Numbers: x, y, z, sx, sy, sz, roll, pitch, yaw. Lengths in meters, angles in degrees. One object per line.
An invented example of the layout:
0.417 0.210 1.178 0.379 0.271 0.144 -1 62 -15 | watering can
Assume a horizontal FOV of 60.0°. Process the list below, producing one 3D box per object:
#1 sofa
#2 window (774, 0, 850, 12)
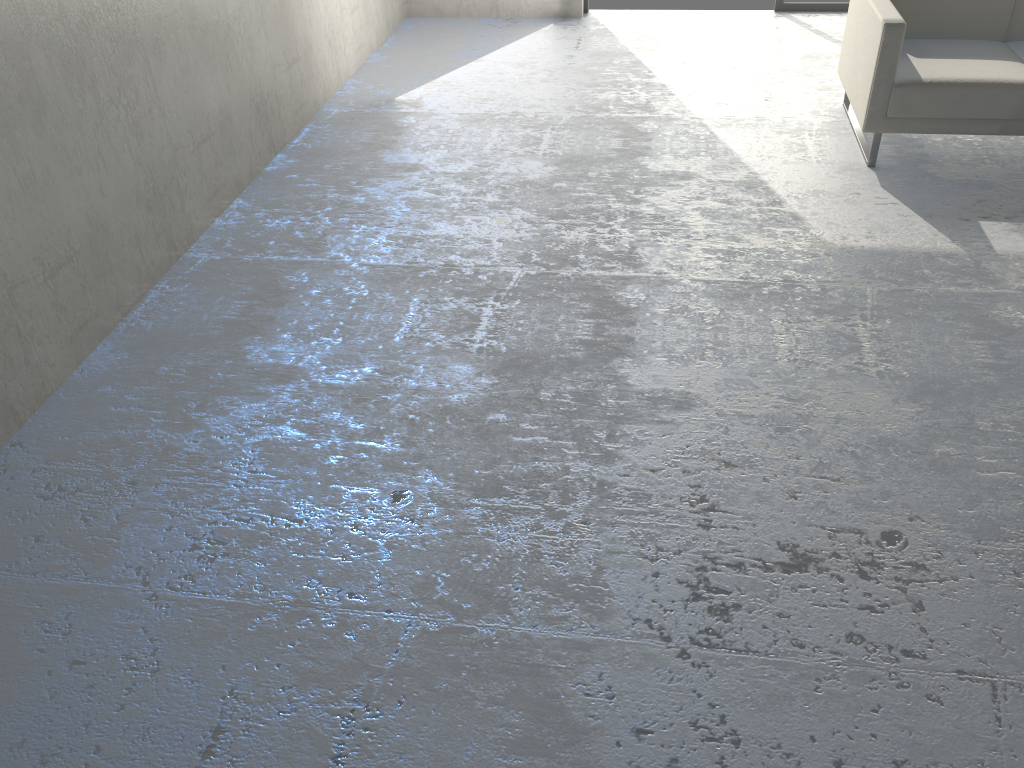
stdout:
2.446 -1.363 3.772 1.881 0.658 0.821 4 37 9 | sofa
3.694 -3.316 4.799 4.080 2.477 0.037 4 37 9 | window
